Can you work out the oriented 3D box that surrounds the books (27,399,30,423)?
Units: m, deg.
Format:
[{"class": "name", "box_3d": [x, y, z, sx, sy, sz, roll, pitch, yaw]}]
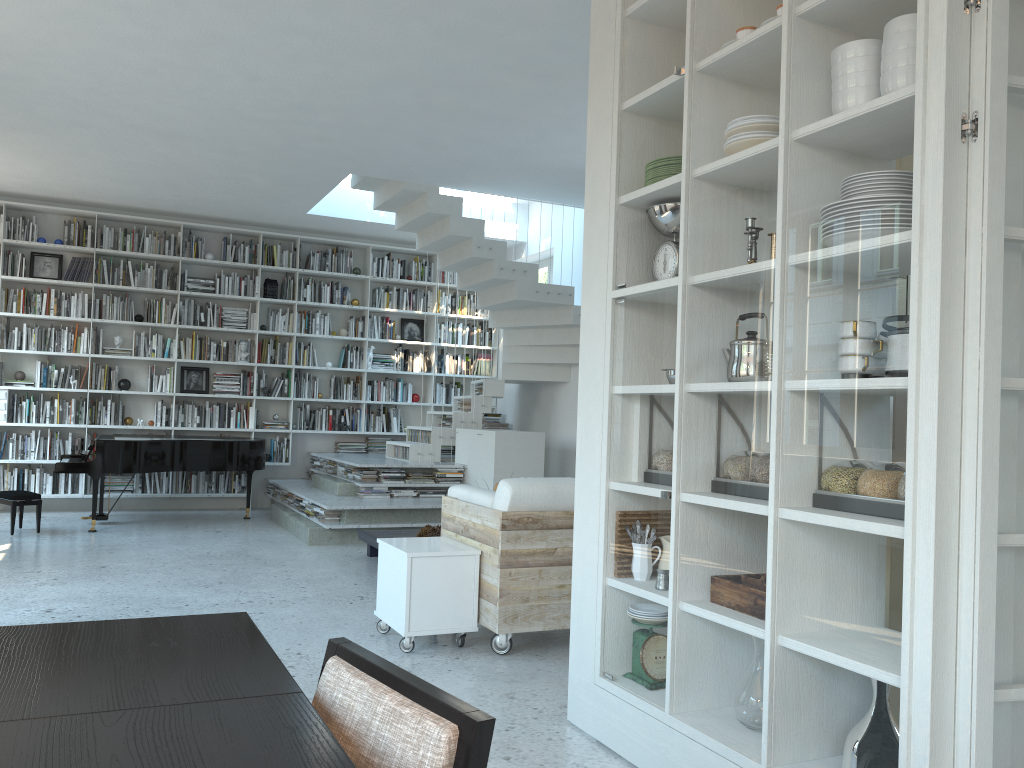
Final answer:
[{"class": "books", "box_3d": [-4.964, 0.279, 9.105, 0.009, 0.244, 0.184, 3, -2, -25]}]

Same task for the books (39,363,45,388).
[{"class": "books", "box_3d": [-4.865, -0.087, 9.180, 0.031, 0.255, 0.143, 3, -2, -25]}]

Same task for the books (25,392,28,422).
[{"class": "books", "box_3d": [-4.989, 0.243, 9.111, 0.006, 0.315, 0.145, 3, -2, -25]}]

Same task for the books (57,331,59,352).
[{"class": "books", "box_3d": [-4.730, -0.434, 9.246, 0.013, 0.227, 0.151, 3, -2, -25]}]

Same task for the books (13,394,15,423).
[{"class": "books", "box_3d": [-5.095, 0.251, 9.074, 0.016, 0.289, 0.152, 3, -2, -25]}]

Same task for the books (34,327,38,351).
[{"class": "books", "box_3d": [-4.903, -0.453, 9.145, 0.021, 0.247, 0.189, 3, -2, -25]}]

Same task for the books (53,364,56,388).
[{"class": "books", "box_3d": [-4.756, -0.079, 9.214, 0.011, 0.250, 0.172, 3, -2, -25]}]

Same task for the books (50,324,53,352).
[{"class": "books", "box_3d": [-4.786, -0.473, 9.210, 0.013, 0.299, 0.151, 3, -2, -25]}]

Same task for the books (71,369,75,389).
[{"class": "books", "box_3d": [-4.594, -0.049, 9.288, 0.030, 0.207, 0.172, 3, -2, -25]}]

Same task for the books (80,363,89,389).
[{"class": "books", "box_3d": [-4.487, -0.079, 9.309, 0.082, 0.276, 0.228, 3, -2, -25]}]

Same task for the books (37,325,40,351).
[{"class": "books", "box_3d": [-4.895, -0.464, 9.169, 0.011, 0.271, 0.157, 3, -2, -25]}]

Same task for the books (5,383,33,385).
[{"class": "books", "box_3d": [-5.050, 0.001, 9.090, 0.254, 0.012, 0.161, 3, -2, -28]}]

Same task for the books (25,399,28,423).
[{"class": "books", "box_3d": [-4.980, 0.279, 9.112, 0.014, 0.243, 0.171, 3, -2, -25]}]

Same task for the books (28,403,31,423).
[{"class": "books", "box_3d": [-4.967, 0.297, 9.138, 0.016, 0.211, 0.146, 3, -2, -25]}]

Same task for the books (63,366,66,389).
[{"class": "books", "box_3d": [-4.676, -0.070, 9.274, 0.013, 0.242, 0.141, 3, -2, -25]}]

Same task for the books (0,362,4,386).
[{"class": "books", "box_3d": [-5.194, -0.098, 9.020, 0.028, 0.243, 0.156, 3, -2, -25]}]

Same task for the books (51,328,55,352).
[{"class": "books", "box_3d": [-4.776, -0.450, 9.226, 0.021, 0.256, 0.156, 3, -2, -25]}]

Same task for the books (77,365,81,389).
[{"class": "books", "box_3d": [-4.551, -0.069, 9.323, 0.021, 0.251, 0.154, 3, -2, -25]}]

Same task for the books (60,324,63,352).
[{"class": "books", "box_3d": [-4.711, -0.470, 9.266, 0.011, 0.304, 0.130, 3, -2, -25]}]

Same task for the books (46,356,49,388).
[{"class": "books", "box_3d": [-4.820, -0.125, 9.206, 0.011, 0.336, 0.153, 3, -2, -25]}]

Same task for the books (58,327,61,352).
[{"class": "books", "box_3d": [-4.716, -0.455, 9.247, 0.012, 0.272, 0.145, 3, -2, -25]}]

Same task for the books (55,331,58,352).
[{"class": "books", "box_3d": [-4.736, -0.435, 9.230, 0.013, 0.229, 0.177, 3, -2, -25]}]

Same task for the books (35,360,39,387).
[{"class": "books", "box_3d": [-4.903, -0.104, 9.155, 0.012, 0.285, 0.159, 3, -2, -25]}]

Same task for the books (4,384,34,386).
[{"class": "books", "box_3d": [-5.052, 0.013, 9.094, 0.254, 0.012, 0.161, 3, -2, -24]}]

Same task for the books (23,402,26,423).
[{"class": "books", "box_3d": [-4.997, 0.291, 9.097, 0.015, 0.217, 0.180, 3, -2, -25]}]

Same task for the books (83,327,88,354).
[{"class": "books", "box_3d": [-4.501, -0.451, 9.356, 0.027, 0.286, 0.148, 3, -2, -25]}]

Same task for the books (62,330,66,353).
[{"class": "books", "box_3d": [-4.687, -0.438, 9.283, 0.028, 0.242, 0.131, 3, -2, -25]}]

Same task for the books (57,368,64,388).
[{"class": "books", "box_3d": [-4.708, -0.058, 9.259, 0.056, 0.214, 0.142, 3, -2, -25]}]

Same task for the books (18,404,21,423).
[{"class": "books", "box_3d": [-5.026, 0.303, 9.067, 0.019, 0.189, 0.193, 3, -2, -25]}]

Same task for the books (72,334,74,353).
[{"class": "books", "box_3d": [-4.604, -0.415, 9.298, 0.013, 0.203, 0.161, 3, -2, -25]}]

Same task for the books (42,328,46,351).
[{"class": "books", "box_3d": [-4.846, -0.447, 9.182, 0.023, 0.242, 0.184, 3, -2, -25]}]

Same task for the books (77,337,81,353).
[{"class": "books", "box_3d": [-4.555, -0.402, 9.326, 0.030, 0.183, 0.152, 3, -2, -25]}]

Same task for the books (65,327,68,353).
[{"class": "books", "box_3d": [-4.655, -0.454, 9.266, 0.015, 0.275, 0.157, 3, -2, -25]}]

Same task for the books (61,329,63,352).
[{"class": "books", "box_3d": [-4.700, -0.444, 9.266, 0.011, 0.251, 0.139, 3, -2, -25]}]

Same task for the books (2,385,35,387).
[{"class": "books", "box_3d": [-5.051, 0.025, 9.089, 0.285, 0.012, 0.159, 3, -2, -22]}]

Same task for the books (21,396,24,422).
[{"class": "books", "box_3d": [-5.022, 0.259, 9.092, 0.008, 0.279, 0.164, 3, -2, -25]}]

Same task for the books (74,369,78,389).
[{"class": "books", "box_3d": [-4.572, -0.049, 9.309, 0.027, 0.209, 0.143, 3, -2, -25]}]

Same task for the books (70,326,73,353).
[{"class": "books", "box_3d": [-4.621, -0.460, 9.307, 0.015, 0.292, 0.144, 3, -2, -25]}]

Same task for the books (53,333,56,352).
[{"class": "books", "box_3d": [-4.758, -0.424, 9.235, 0.021, 0.205, 0.130, 3, -2, -25]}]

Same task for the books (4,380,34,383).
[{"class": "books", "box_3d": [-5.051, -0.023, 9.095, 0.254, 0.012, 0.161, 3, -2, -24]}]

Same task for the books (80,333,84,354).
[{"class": "books", "box_3d": [-4.527, -0.421, 9.339, 0.031, 0.223, 0.144, 3, -2, -25]}]

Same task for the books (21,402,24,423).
[{"class": "books", "box_3d": [-5.015, 0.290, 9.102, 0.015, 0.218, 0.176, 3, -2, -25]}]

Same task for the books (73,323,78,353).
[{"class": "books", "box_3d": [-4.580, -0.475, 9.311, 0.035, 0.325, 0.170, 3, -2, -25]}]

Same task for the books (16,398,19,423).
[{"class": "books", "box_3d": [-5.065, 0.268, 9.088, 0.022, 0.257, 0.141, 3, -2, -25]}]

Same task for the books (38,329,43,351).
[{"class": "books", "box_3d": [-4.873, -0.447, 9.161, 0.024, 0.237, 0.167, 3, -2, -25]}]

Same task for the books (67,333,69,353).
[{"class": "books", "box_3d": [-4.650, -0.424, 9.283, 0.012, 0.217, 0.160, 3, -2, -25]}]

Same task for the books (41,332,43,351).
[{"class": "books", "box_3d": [-4.870, -0.429, 9.191, 0.010, 0.204, 0.139, 3, -2, -25]}]

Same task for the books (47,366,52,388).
[{"class": "books", "box_3d": [-4.806, -0.071, 9.218, 0.030, 0.231, 0.148, 3, -2, -25]}]

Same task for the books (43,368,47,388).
[{"class": "books", "box_3d": [-4.826, -0.062, 9.165, 0.029, 0.208, 0.189, 3, -2, -25]}]

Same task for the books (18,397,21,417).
[{"class": "books", "box_3d": [-5.044, 0.265, 9.077, 0.007, 0.264, 0.177, 3, -2, -25]}]

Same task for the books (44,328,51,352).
[{"class": "books", "box_3d": [-4.822, -0.452, 9.213, 0.048, 0.256, 0.141, 3, -2, -25]}]

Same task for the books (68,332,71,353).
[{"class": "books", "box_3d": [-4.637, -0.425, 9.294, 0.021, 0.220, 0.148, 3, -2, -25]}]

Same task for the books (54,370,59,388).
[{"class": "books", "box_3d": [-4.733, -0.048, 9.211, 0.029, 0.190, 0.189, 3, -2, -25]}]

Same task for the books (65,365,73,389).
[{"class": "books", "box_3d": [-4.637, -0.075, 9.276, 0.060, 0.255, 0.158, 3, -2, -25]}]

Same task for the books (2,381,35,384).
[{"class": "books", "box_3d": [-5.048, -0.011, 9.088, 0.285, 0.012, 0.159, 3, -2, -21]}]

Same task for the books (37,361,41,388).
[{"class": "books", "box_3d": [-4.886, -0.097, 9.161, 0.024, 0.273, 0.150, 3, -2, -25]}]

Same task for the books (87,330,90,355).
[{"class": "books", "box_3d": [-4.473, -0.435, 9.370, 0.036, 0.257, 0.123, 3, -2, -25]}]

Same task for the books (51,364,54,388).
[{"class": "books", "box_3d": [-4.779, -0.079, 9.224, 0.022, 0.249, 0.129, 3, -2, -25]}]

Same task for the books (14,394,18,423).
[{"class": "books", "box_3d": [-5.078, 0.249, 9.074, 0.014, 0.294, 0.171, 3, -2, -25]}]
